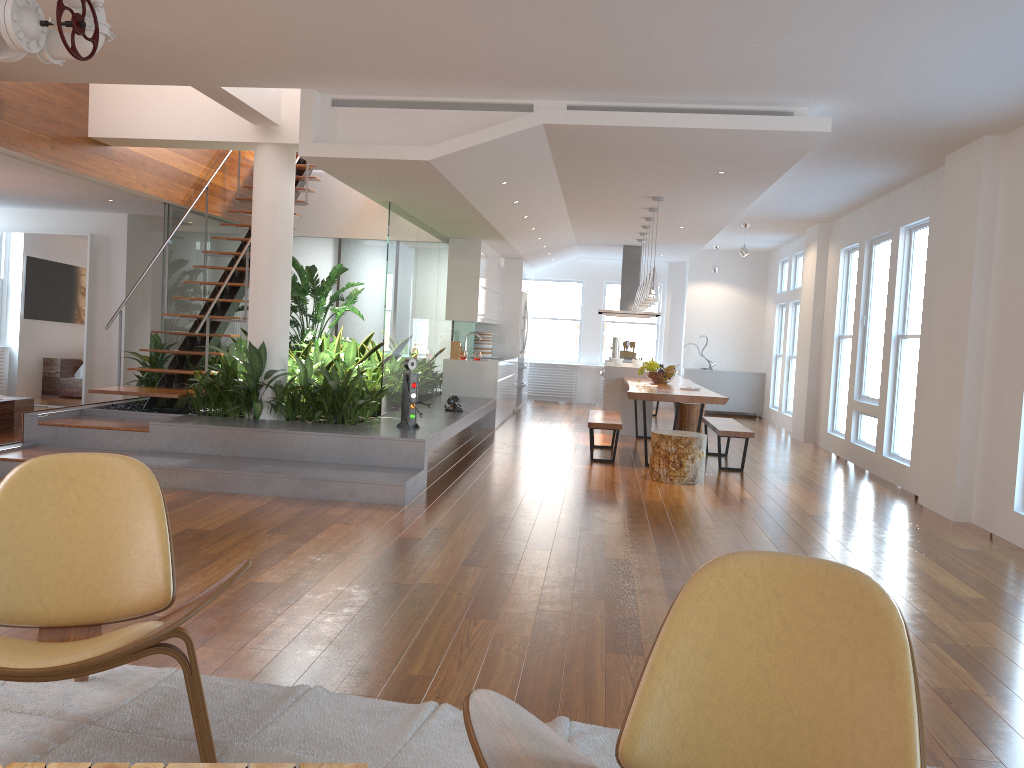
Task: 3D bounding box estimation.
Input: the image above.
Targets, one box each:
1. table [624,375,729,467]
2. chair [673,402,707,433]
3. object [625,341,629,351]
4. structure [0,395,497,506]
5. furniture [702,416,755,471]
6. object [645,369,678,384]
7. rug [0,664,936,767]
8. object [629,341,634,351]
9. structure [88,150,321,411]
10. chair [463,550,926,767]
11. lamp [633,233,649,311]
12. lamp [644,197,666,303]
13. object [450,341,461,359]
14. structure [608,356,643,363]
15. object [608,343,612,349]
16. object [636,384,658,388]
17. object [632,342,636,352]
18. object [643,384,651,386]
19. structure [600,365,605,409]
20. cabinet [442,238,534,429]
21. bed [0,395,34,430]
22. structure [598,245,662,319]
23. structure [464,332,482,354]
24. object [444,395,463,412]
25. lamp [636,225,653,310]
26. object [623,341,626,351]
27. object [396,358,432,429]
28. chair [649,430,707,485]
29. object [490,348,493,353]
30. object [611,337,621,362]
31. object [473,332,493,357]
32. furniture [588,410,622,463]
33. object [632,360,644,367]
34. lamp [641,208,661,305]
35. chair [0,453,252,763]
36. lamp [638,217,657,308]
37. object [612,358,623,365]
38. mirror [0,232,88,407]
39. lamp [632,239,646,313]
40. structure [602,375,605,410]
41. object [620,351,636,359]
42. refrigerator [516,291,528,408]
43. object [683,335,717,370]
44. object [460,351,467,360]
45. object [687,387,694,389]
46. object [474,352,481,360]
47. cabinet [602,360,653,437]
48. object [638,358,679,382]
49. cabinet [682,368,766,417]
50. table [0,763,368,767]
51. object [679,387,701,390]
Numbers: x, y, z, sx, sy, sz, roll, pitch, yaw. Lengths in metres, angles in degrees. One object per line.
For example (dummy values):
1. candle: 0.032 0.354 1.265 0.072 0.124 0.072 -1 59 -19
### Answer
1. table: 1.750 0.290 10.814 0.893 0.704 5.996 3 3 6
2. chair: 2.123 0.449 10.655 0.396 0.455 0.402 3 3 -4
3. object: 1.753 -0.507 13.541 0.057 0.299 0.019 3 3 6
4. structure: -1.945 0.390 8.751 3.088 0.386 5.584 3 3 6
5. furniture: 2.106 0.587 8.775 0.316 0.389 1.433 3 3 6
6. object: 1.642 -0.080 9.782 0.360 0.159 0.360 1 4 -31
7. rug: -0.544 1.059 1.069 3.525 0.057 3.478 4 3 10
8. object: 1.817 -0.503 13.538 0.068 0.298 0.039 3 3 6
9. structure: -1.979 -1.736 9.310 2.552 4.265 4.591 3 3 6
10. chair: 0.439 0.754 1.465 0.867 0.752 0.856 1 4 -34
11. lamp: 1.663 -1.464 11.327 0.160 1.060 0.160 5 4 33
12. lamp: 1.369 -1.313 8.454 0.160 1.060 0.160 5 4 33
13. object: -0.712 -0.434 11.267 0.104 0.222 0.200 3 3 6
14. structure: 1.681 -0.363 13.118 0.520 0.073 0.650 3 3 6
15. object: 1.565 -0.503 13.578 0.199 0.259 0.016 4 3 16
16. object: 1.343 0.022 8.837 0.222 0.020 0.222 0 5 -44
17. object: 1.855 -0.502 13.552 0.057 0.294 0.030 3 3 6
18. object: 1.344 0.016 8.837 0.070 0.030 0.079 1 4 -31
19. structure: 1.616 0.059 13.135 0.649 0.735 0.890 3 3 6
20. cabinet: -0.249 -0.714 12.966 0.676 2.280 4.565 3 3 6
21. bed: -5.971 0.119 7.764 2.314 0.595 2.207 3 3 6
22. structure: 1.751 -1.689 13.013 0.909 1.405 0.900 3 3 6
23. structure: -0.534 -0.437 11.998 0.248 0.536 0.115 3 3 6
24. object: -0.587 0.190 8.779 0.216 0.155 0.181 1 4 -30
25. lamp: 1.590 -1.426 10.609 0.160 1.060 0.160 5 4 33
26. object: 1.721 -0.511 13.564 0.061 0.299 0.040 3 3 3
27. object: -0.767 0.078 7.064 0.318 0.565 0.134 6 4 42
28. chair: 1.401 0.615 7.501 0.460 0.400 0.460 4 3 16
29. object: -0.415 -0.497 12.929 0.284 0.196 0.265 0 4 -42
30. object: 1.500 -0.489 12.668 0.172 0.356 0.120 1 4 -36
31. object: -0.416 -0.558 12.538 0.267 0.356 0.266 5 4 31
32. furniture: 0.921 0.519 8.893 0.316 0.389 1.433 3 3 6
33. object: 1.575 -0.259 11.122 0.152 0.082 0.152 1 4 -34
34. lamp: 1.443 -1.351 9.172 0.160 1.060 0.160 5 4 33
35. chair: -1.129 0.621 2.341 0.856 0.752 0.867 4 3 11
36. lamp: 1.516 -1.388 9.890 0.160 1.060 0.160 5 4 33
37. object: 1.340 -0.279 11.269 0.152 0.082 0.152 0 5 -45
38. mirror: -5.717 -0.776 10.623 1.267 2.044 0.049 3 3 6
39. lamp: 1.737 -1.501 12.045 0.160 1.060 0.160 5 4 33
40. structure: 1.229 0.075 11.754 0.072 0.648 0.644 3 3 6
41. object: 1.715 -0.431 13.559 0.353 0.157 0.084 3 3 6
42. refrigerator: -0.130 -0.535 13.711 0.725 1.772 0.908 3 3 6
43. object: 3.129 -0.524 14.660 0.590 0.563 0.210 2 4 -23
44. object: -0.602 -0.358 10.987 0.094 0.106 0.094 4 3 11
45. object: 1.758 0.043 8.748 0.070 0.030 0.079 0 4 -41
46. object: -0.426 -0.345 10.923 0.094 0.106 0.094 4 3 11
47. cabinet: 1.563 0.134 12.230 0.597 0.832 2.936 3 3 6
48. object: 1.622 -0.145 9.796 0.394 0.284 0.292 1 4 -30
49. cabinet: 3.481 0.138 14.703 1.309 0.725 0.420 3 3 6
50. table: -0.478 0.838 1.075 0.548 0.534 0.489 3 3 -6
51. object: 1.758 0.049 8.748 0.222 0.020 0.222 3 3 -2
